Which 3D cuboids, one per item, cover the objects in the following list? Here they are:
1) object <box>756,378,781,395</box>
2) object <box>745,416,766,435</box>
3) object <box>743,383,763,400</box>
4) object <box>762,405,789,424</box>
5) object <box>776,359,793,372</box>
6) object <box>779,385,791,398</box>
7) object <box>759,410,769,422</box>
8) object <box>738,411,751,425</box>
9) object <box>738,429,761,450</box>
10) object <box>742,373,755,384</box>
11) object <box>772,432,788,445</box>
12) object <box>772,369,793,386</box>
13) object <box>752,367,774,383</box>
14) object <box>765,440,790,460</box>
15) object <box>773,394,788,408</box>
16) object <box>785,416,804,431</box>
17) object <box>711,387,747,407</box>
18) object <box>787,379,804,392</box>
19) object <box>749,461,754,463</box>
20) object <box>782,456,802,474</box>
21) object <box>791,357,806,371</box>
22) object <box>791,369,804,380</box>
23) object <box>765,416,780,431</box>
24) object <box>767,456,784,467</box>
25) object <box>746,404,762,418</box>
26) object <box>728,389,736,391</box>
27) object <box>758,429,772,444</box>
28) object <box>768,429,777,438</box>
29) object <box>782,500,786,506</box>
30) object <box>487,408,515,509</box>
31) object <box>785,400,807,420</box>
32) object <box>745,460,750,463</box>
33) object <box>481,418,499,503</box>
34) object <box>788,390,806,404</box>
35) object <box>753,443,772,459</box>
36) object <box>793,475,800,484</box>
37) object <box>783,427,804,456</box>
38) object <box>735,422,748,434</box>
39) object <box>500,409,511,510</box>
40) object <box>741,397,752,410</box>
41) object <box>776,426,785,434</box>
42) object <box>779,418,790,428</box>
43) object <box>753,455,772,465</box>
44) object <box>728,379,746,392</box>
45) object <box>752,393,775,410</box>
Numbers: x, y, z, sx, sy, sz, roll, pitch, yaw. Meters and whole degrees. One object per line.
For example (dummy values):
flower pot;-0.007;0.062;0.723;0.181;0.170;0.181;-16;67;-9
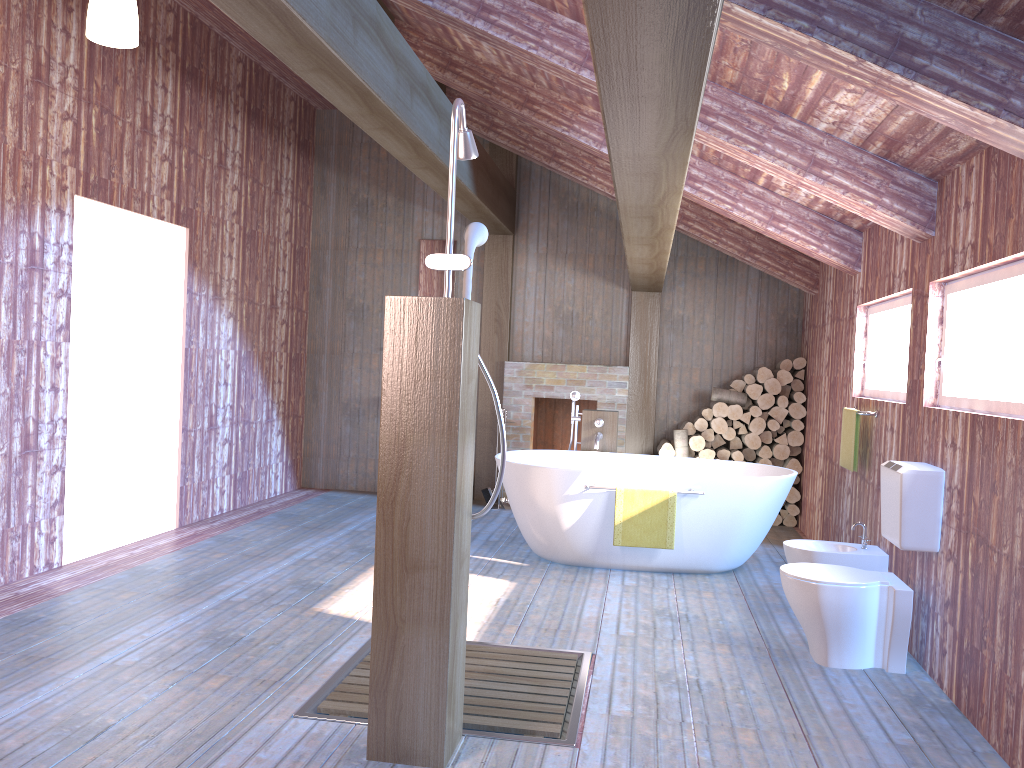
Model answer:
object;2.211;0.016;7.647;0.141;0.143;0.437;3;1;7
object;2.100;0.354;7.668;0.136;0.157;0.439;3;1;10
object;2.075;0.056;7.685;0.139;0.148;0.458;3;1;9
object;2.271;0.259;7.670;0.172;0.151;0.482;3;1;10
object;2.350;-0.153;7.658;0.104;0.121;0.270;3;1;10
object;2.345;0.060;7.729;0.132;0.119;0.319;3;1;10
object;2.153;0.276;7.637;0.095;0.090;0.278;3;1;10
object;1.992;0.291;7.680;0.109;0.124;0.424;3;1;8
object;2.052;0.476;7.677;0.141;0.143;0.437;3;1;7
object;2.043;-0.043;7.660;0.094;0.097;0.227;3;1;10
object;2.293;0.452;7.640;0.115;0.112;0.423;3;1;9
object;2.324;-0.056;7.649;0.133;0.142;0.456;3;1;10
object;2.167;-0.078;7.670;0.135;0.139;0.456;3;1;10
object;2.288;0.569;7.650;0.137;0.133;0.437;3;1;7
object;2.304;0.144;7.632;0.089;0.106;0.437;3;1;10
object;2.422;0.338;7.619;0.102;0.109;0.438;3;1;9
object;1.859;0.110;7.597;0.302;0.157;0.121;3;1;10
object;2.444;0.010;7.648;0.107;0.115;0.269;3;1;10
object;2.066;0.731;7.677;0.115;0.112;0.423;3;1;9
object;2.388;0.688;7.651;0.139;0.137;0.455;3;1;7
object;2.456;-0.171;7.643;0.112;0.113;0.271;3;1;9
object;2.459;-0.086;7.660;0.081;0.100;0.281;3;1;9
object;2.228;0.338;7.647;0.102;0.109;0.438;3;1;9
object;2.286;0.683;7.746;0.118;0.106;0.319;3;1;6
object;2.084;0.224;7.665;0.102;0.109;0.438;3;1;9
object;1.914;0.104;7.789;0.113;0.130;0.291;3;1;10
object;2.166;0.445;7.645;0.111;0.118;0.302;3;1;8
object;2.236;0.422;7.635;0.065;0.069;0.177;3;1;8
object;2.318;1.015;7.695;0.085;0.091;0.280;3;1;7
object;-0.116;0.656;7.943;0.333;0.888;0.276;1;2;-39
object;2.419;0.219;7.621;0.147;0.152;0.439;3;1;9
object;2.037;0.695;7.668;0.054;0.056;0.146;3;1;9
object;-0.193;0.643;7.902;0.136;0.846;0.062;2;1;-10
object;2.436;0.106;7.613;0.102;0.109;0.438;3;1;9
object;2.159;0.573;7.638;0.114;0.113;0.301;3;1;6
object;2.404;0.795;7.684;0.114;0.113;0.301;3;1;6
object;2.405;0.503;7.634;0.137;0.256;0.439;3;1;9
object;1.994;0.381;7.688;0.085;0.096;0.280;3;1;10
object;-0.051;0.662;7.869;0.126;0.871;0.206;2;2;-38
object;2.031;0.157;7.773;0.121;0.124;0.291;3;1;10
object;2.296;0.388;7.627;0.067;0.069;0.177;3;1;9
object;2.368;0.335;7.672;0.088;0.092;0.280;3;1;10
object;2.155;0.681;7.635;0.116;0.117;0.289;3;1;6
object;1.971;0.021;7.780;0.140;0.121;0.319;3;1;10
object;2.166;0.150;7.656;0.143;0.151;0.440;3;1;9
